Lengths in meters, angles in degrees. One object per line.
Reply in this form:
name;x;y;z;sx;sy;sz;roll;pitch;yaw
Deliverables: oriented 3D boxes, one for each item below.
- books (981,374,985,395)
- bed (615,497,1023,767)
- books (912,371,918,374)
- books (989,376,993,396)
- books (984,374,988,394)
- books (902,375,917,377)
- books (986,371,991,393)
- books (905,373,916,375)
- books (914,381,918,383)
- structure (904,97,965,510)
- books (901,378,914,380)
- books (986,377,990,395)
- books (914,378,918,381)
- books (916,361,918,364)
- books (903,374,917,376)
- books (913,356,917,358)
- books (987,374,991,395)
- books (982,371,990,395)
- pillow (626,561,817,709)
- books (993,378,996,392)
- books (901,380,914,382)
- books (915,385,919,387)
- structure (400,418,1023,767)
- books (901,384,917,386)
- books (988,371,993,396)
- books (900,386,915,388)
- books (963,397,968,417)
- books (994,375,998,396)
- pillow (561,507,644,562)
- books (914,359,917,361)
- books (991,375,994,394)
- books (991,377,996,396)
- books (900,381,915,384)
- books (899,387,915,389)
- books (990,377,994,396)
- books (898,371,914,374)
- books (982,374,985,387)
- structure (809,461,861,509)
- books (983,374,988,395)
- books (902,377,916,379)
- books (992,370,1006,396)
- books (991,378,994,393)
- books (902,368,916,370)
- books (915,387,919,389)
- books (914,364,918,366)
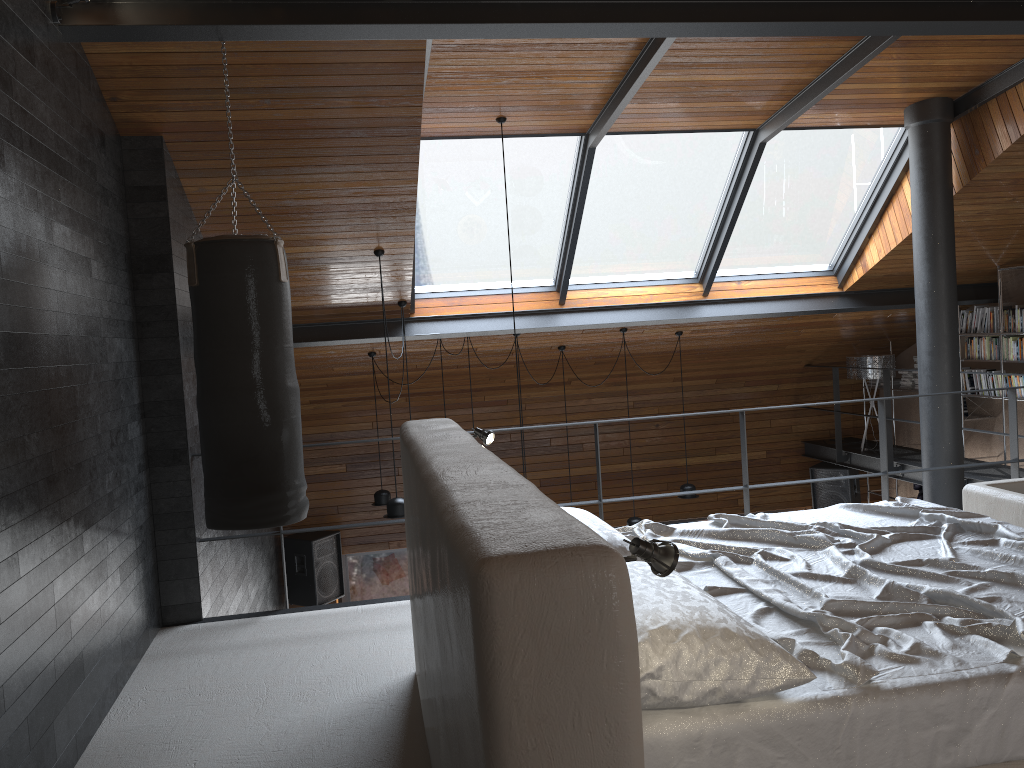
books;4.486;-0.001;8.345;0.127;0.200;0.046;-4;3;-10
bed;0.984;0.779;2.834;2.011;0.484;1.826;-4;3;-10
books;4.353;-0.130;9.236;0.288;0.025;0.175;-4;3;-4
books;4.498;0.013;8.230;0.117;0.182;0.044;-4;3;-10
books;4.491;0.002;8.294;0.127;0.200;0.046;-4;3;-10
books;4.333;-0.092;9.537;0.206;0.012;0.161;-5;3;-19
books;4.520;-0.013;8.282;0.177;0.217;0.046;-4;3;-10
books;4.337;-0.115;9.530;0.206;0.013;0.161;-4;3;-14
books;4.366;-0.030;9.242;0.258;0.016;0.181;-4;3;-8
structure;3.245;0.787;6.339;1.197;5.700;1.689;-4;3;-9
books;4.337;-0.059;9.517;0.234;0.016;0.182;-5;3;-19
books;4.490;0.017;8.278;0.119;0.171;0.044;-4;3;-10
books;4.357;-0.050;9.240;0.258;0.028;0.180;-4;3;-4
books;4.368;-0.229;9.236;0.234;0.028;0.180;-4;3;-9
books;4.342;-0.104;9.541;0.208;0.013;0.161;-4;3;-5
books;4.347;-0.287;9.258;0.228;0.016;0.182;-4;3;-9
books;4.500;0.000;8.266;0.125;0.206;0.055;-4;3;-10
books;4.504;-0.010;8.337;0.164;0.217;0.048;-4;3;-10
pillow;0.328;0.588;2.234;0.502;0.176;0.837;-4;3;-9
books;4.505;0.018;8.183;0.112;0.176;0.039;-4;3;-10
books;4.339;-0.043;9.518;0.234;0.016;0.182;-4;3;-5
books;4.365;0.017;9.245;0.239;0.021;0.174;-4;3;-4
structure;2.007;0.596;2.999;4.614;1.120;2.634;-4;3;-10
books;4.335;0.003;9.536;0.222;0.021;0.174;-4;3;-9
books;4.513;-0.008;8.250;0.161;0.222;0.055;-4;3;-10
books;4.336;0.022;9.532;0.234;0.016;0.182;-4;3;-14
books;4.432;0.233;8.767;0.138;0.191;0.049;-4;3;-10
books;4.502;0.009;8.158;0.111;0.197;0.043;-4;3;-10
pillow;0.178;0.554;3.116;0.509;0.173;0.842;-4;3;-9
books;4.344;-0.252;9.247;0.216;0.021;0.174;-4;3;-9
books;4.499;0.006;8.212;0.111;0.197;0.043;-4;3;-10
books;4.495;0.020;8.191;0.111;0.174;0.041;-4;3;-10
books;4.330;-0.021;9.533;0.240;0.028;0.180;-5;3;-19
books;4.328;0.038;9.547;0.234;0.016;0.182;-4;3;-9
books;4.494;0.017;8.219;0.112;0.176;0.039;-4;3;-10
books;4.324;-0.132;9.527;0.268;0.025;0.176;-4;3;-10
books;4.507;-0.011;8.328;0.171;0.218;0.047;-4;3;-10
structure;3.720;1.246;10.107;0.461;0.735;0.488;-1;4;40
books;4.482;0.002;8.303;0.127;0.200;0.046;-4;3;-10
books;4.342;-0.077;9.531;0.213;0.017;0.167;-4;3;-14
books;4.505;-0.007;8.174;0.122;0.230;0.057;-4;3;-10
books;4.495;0.018;8.202;0.112;0.176;0.039;-4;3;-10
books;4.333;-0.165;9.534;0.206;0.012;0.161;-4;3;-9
books;4.365;0.036;9.241;0.247;0.016;0.182;-4;3;-9
books;4.347;-0.206;9.232;0.228;0.016;0.182;-4;3;-9
